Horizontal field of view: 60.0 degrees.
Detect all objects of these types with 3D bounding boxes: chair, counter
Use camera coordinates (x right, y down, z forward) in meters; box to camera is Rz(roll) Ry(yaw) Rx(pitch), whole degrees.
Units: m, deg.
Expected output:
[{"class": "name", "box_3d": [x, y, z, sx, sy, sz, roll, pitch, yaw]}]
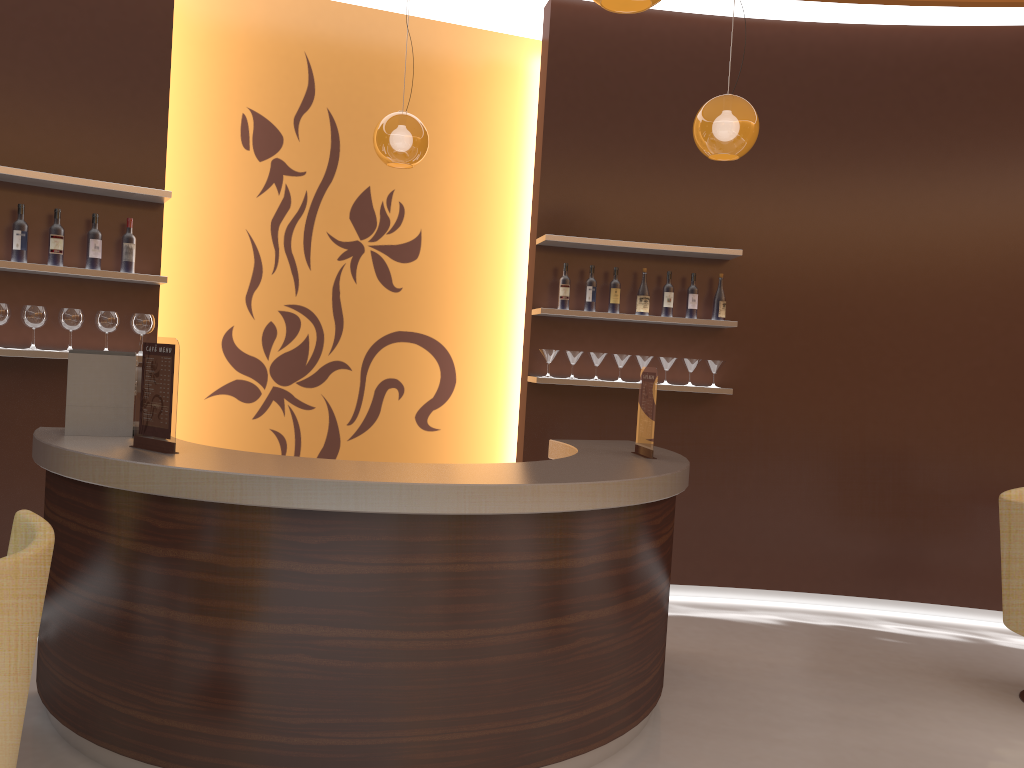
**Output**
[{"class": "chair", "box_3d": [-1.510, 0.854, 2.108, 0.685, 1.017, 0.729, 4, 2, 0]}, {"class": "chair", "box_3d": [2.705, 1.052, 4.278, 0.685, 1.017, 0.729, 4, 2, 19]}, {"class": "counter", "box_3d": [-0.405, 0.837, 3.644, 2.917, 1.100, 1.586, 3, 2, -23]}]

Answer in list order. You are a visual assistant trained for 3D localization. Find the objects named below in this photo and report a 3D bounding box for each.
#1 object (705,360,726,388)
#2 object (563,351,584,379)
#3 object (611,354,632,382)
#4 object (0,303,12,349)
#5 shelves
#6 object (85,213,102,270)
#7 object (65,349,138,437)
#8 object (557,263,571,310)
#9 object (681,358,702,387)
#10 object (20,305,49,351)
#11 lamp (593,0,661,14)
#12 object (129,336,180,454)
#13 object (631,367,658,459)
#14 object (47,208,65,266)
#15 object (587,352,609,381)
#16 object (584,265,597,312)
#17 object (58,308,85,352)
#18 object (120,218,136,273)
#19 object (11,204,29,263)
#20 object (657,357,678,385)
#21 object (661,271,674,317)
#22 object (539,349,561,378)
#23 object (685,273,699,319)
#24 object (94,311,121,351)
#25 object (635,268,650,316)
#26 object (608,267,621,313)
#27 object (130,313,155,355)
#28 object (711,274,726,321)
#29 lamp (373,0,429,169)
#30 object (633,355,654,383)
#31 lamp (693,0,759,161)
[{"class": "object", "box_3d": [1.294, -0.064, 5.673, 0.137, 0.174, 0.137, 3, 2, -3]}, {"class": "object", "box_3d": [0.381, -0.119, 5.558, 0.137, 0.174, 0.137, 3, 2, -13]}, {"class": "object", "box_3d": [0.686, -0.100, 5.606, 0.137, 0.174, 0.137, 3, 2, -3]}, {"class": "object", "box_3d": [-2.526, -0.285, 4.345, 0.125, 0.221, 0.125, 2, 2, -44]}, {"class": "shelves", "box_3d": [-0.834, -0.507, 4.973, 4.744, 0.902, 0.586, 3, 2, -21]}, {"class": "object", "box_3d": [-2.155, -0.729, 4.576, 0.073, 0.297, 0.073, 4, 2, 19]}, {"class": "object", "box_3d": [-1.647, 0.036, 3.711, 0.373, 0.340, 0.270, 3, 2, -23]}, {"class": "object", "box_3d": [0.327, -0.603, 5.516, 0.073, 0.297, 0.073, 3, 2, -31]}, {"class": "object", "box_3d": [1.139, -0.073, 5.659, 0.137, 0.174, 0.137, 2, 2, -43]}, {"class": "object", "box_3d": [-2.396, -0.280, 4.444, 0.125, 0.221, 0.125, 2, 2, -44]}, {"class": "lamp", "box_3d": [0.358, -1.787, 2.400, 0.299, 1.500, 0.299, 4, 2, 0]}, {"class": "object", "box_3d": [-1.299, 0.034, 3.242, 0.258, 0.414, 0.052, 5, 2, 36]}, {"class": "object", "box_3d": [0.627, 0.128, 4.133, 0.052, 0.414, 0.258, 3, 2, -9]}, {"class": "object", "box_3d": [-2.301, -0.736, 4.479, 0.073, 0.297, 0.073, 5, 2, 31]}, {"class": "object", "box_3d": [0.534, -0.110, 5.586, 0.137, 0.174, 0.137, 3, 2, -3]}, {"class": "object", "box_3d": [0.494, -0.594, 5.550, 0.073, 0.297, 0.073, 3, 2, -31]}, {"class": "object", "box_3d": [-2.257, -0.274, 4.539, 0.125, 0.221, 0.125, 2, 2, -44]}, {"class": "object", "box_3d": [-2.016, -0.723, 4.664, 0.073, 0.297, 0.073, 5, 2, 31]}, {"class": "object", "box_3d": [-2.434, -0.741, 4.388, 0.073, 0.297, 0.073, 5, 2, 31]}, {"class": "object", "box_3d": [0.983, -0.082, 5.646, 0.137, 0.174, 0.137, 3, 2, -3]}, {"class": "object", "box_3d": [0.989, -0.565, 5.622, 0.073, 0.297, 0.073, 3, 2, -31]}, {"class": "object", "box_3d": [0.229, -0.127, 5.529, 0.137, 0.174, 0.137, 3, 2, -13]}, {"class": "object", "box_3d": [1.147, -0.556, 5.637, 0.073, 0.297, 0.073, 3, 2, -31]}, {"class": "object", "box_3d": [-2.117, -0.268, 4.635, 0.125, 0.221, 0.125, 2, 2, -44]}, {"class": "object", "box_3d": [0.831, -0.580, 5.611, 0.086, 0.303, 0.086, 4, 2, 5]}, {"class": "object", "box_3d": [0.647, -0.585, 5.579, 0.073, 0.297, 0.073, 4, 2, 19]}, {"class": "object", "box_3d": [-1.969, -0.262, 4.717, 0.125, 0.221, 0.125, 2, 2, -44]}, {"class": "object", "box_3d": [1.323, -0.551, 5.650, 0.086, 0.303, 0.086, 5, 2, 36]}, {"class": "lamp", "box_3d": [-0.552, -1.909, 4.700, 0.299, 1.500, 0.299, 5, 2, 40]}, {"class": "object", "box_3d": [0.831, -0.091, 5.629, 0.137, 0.174, 0.137, 3, 2, -3]}, {"class": "lamp", "box_3d": [1.024, -1.794, 4.073, 0.299, 1.500, 0.299, 5, 2, 40]}]
